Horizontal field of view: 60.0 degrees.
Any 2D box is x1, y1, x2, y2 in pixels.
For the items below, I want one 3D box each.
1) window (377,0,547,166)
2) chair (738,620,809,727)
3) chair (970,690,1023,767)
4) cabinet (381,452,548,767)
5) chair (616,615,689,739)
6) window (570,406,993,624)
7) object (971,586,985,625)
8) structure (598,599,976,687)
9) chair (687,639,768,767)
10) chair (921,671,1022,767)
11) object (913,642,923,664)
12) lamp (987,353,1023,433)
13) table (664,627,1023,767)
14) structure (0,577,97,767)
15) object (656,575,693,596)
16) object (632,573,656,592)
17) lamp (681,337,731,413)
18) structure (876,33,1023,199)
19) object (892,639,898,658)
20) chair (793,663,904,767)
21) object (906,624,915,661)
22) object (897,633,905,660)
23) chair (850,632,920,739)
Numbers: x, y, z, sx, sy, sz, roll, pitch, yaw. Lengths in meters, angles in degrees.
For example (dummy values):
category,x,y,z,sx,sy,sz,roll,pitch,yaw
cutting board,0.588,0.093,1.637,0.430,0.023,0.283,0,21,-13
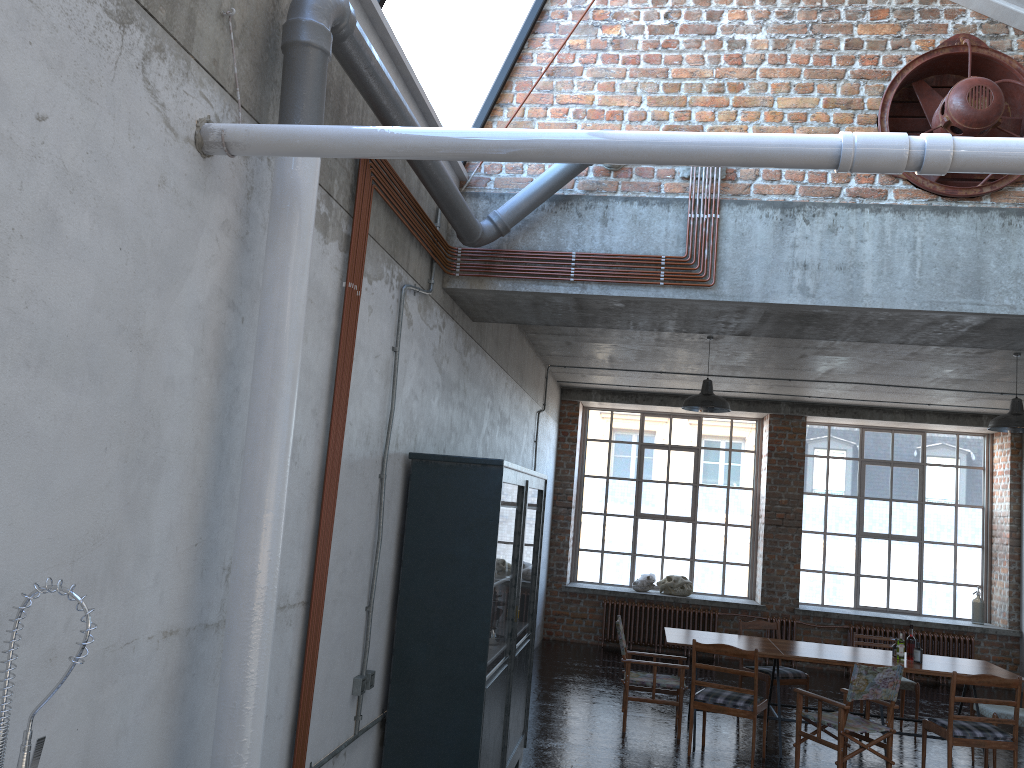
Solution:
category,x,y,z,sx,sy,sz,roll,pitch,yaw
window,-0.419,-3.147,2.221,0.994,2.404,8.048,4,-8,9
chair,2.779,3.078,9.449,0.573,1.028,0.509,9,-8,-26
chair,4.588,3.072,8.100,0.577,0.971,0.589,4,-8,9
cabinet,-0.247,1.719,6.180,0.572,2.297,2.386,4,-8,9
chair,1.337,2.833,8.610,0.713,1.031,0.574,4,-8,9
window,8.304,3.930,13.517,19.864,12.900,0.747,4,-8,9
object,6.893,3.271,13.112,0.172,0.551,0.172,10,-9,-37
structure,3.959,3.777,12.999,5.349,0.713,0.232,4,-8,9
chair,1.911,2.791,7.812,0.573,1.028,0.509,1,-8,28
chair,3.818,2.897,7.393,0.573,1.028,0.509,5,-7,-1
object,3.759,2.485,8.206,0.051,0.180,0.097,7,-8,-19
lamp,4.925,0.010,8.652,0.502,0.891,0.502,3,-8,13
table,2.999,2.999,8.377,3.112,0.917,1.067,4,-8,9
structure,-1.016,0.750,1.890,0.210,0.661,0.039,4,-8,9
object,2.492,3.100,13.688,0.418,0.305,0.625,7,-8,-17
object,2.058,3.092,13.819,0.281,0.281,0.575,0,-9,35
lamp,2.019,-0.176,9.113,0.502,0.891,0.502,3,-8,13
structure,2.857,-1.698,5.694,1.058,1.096,0.808,4,-8,9
object,3.655,2.511,8.425,0.077,0.173,0.077,6,-7,-5
chair,2.810,2.802,7.421,0.574,1.031,0.713,8,-8,-21
object,3.755,2.430,8.344,0.075,0.324,0.075,0,-9,34
object,3.646,2.460,8.315,0.070,0.235,0.041,4,-8,9
chair,3.939,3.190,9.425,0.589,0.971,0.577,4,-8,9
